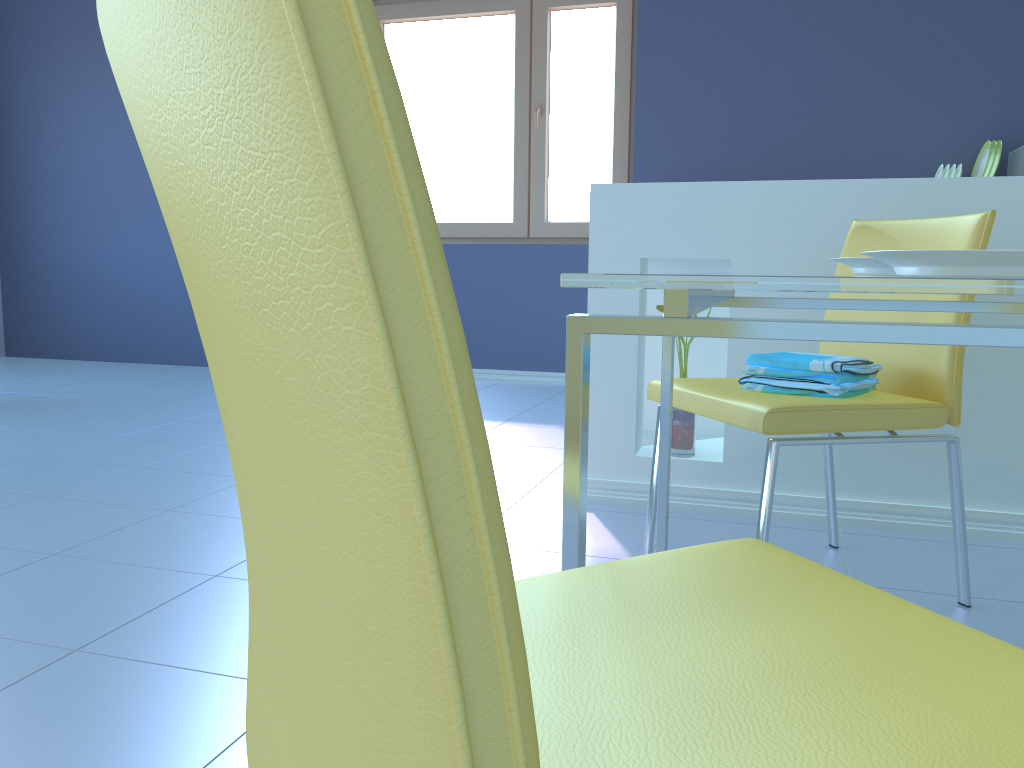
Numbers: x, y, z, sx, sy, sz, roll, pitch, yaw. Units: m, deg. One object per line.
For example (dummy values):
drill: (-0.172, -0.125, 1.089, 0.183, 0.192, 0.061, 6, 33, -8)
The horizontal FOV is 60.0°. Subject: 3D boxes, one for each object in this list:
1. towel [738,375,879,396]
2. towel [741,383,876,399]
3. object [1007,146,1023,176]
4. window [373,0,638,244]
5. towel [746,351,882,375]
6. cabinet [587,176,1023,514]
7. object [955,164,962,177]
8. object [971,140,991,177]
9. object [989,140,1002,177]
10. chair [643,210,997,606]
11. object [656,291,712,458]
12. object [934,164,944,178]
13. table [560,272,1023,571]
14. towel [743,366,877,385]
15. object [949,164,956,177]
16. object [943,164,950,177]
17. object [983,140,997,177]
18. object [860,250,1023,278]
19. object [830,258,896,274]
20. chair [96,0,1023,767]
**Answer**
towel: (0.542, -0.007, 1.619, 0.201, 0.024, 0.195, 7, 10, 42)
towel: (0.542, 0.006, 1.627, 0.201, 0.024, 0.195, 6, 9, 36)
object: (2.360, -0.777, 3.555, 0.611, 0.350, 0.367, 3, 8, 17)
window: (-0.095, -1.355, 4.543, 1.475, 1.263, 0.142, 3, 8, 17)
towel: (0.547, -0.039, 1.618, 0.190, 0.033, 0.195, 8, 10, 43)
cabinet: (1.375, -0.184, 3.004, 2.139, 0.800, 2.200, 3, 8, 17)
object: (1.885, -0.867, 3.770, 0.039, 0.136, 0.140, 2, 8, 13)
object: (1.976, -0.917, 3.740, 0.053, 0.214, 0.220, 2, 8, 14)
object: (2.016, -0.915, 3.730, 0.053, 0.214, 0.220, 2, 8, 14)
chair: (0.556, 0.034, 1.640, 0.484, 0.695, 0.387, -2, 8, -19)
object: (0.426, -0.030, 2.210, 0.067, 0.423, 0.229, -6, 10, -41)
object: (1.815, -0.870, 3.787, 0.039, 0.136, 0.140, 2, 8, 13)
table: (0.703, 0.185, 0.948, 1.173, 0.590, 0.730, 3, 8, 17)
towel: (0.544, -0.023, 1.621, 0.192, 0.027, 0.195, 6, 10, 38)
object: (1.862, -0.868, 3.775, 0.039, 0.136, 0.140, 2, 8, 13)
object: (1.839, -0.869, 3.781, 0.039, 0.136, 0.140, 2, 8, 13)
object: (1.996, -0.916, 3.735, 0.053, 0.214, 0.220, 2, 8, 14)
object: (0.420, -0.101, 0.755, 0.228, 0.020, 0.228, 2, 8, 14)
object: (0.544, -0.156, 1.181, 0.228, 0.020, 0.228, 2, 8, 14)
chair: (0.068, 0.184, 0.461, 0.484, 0.695, 0.387, -3, 8, -24)
